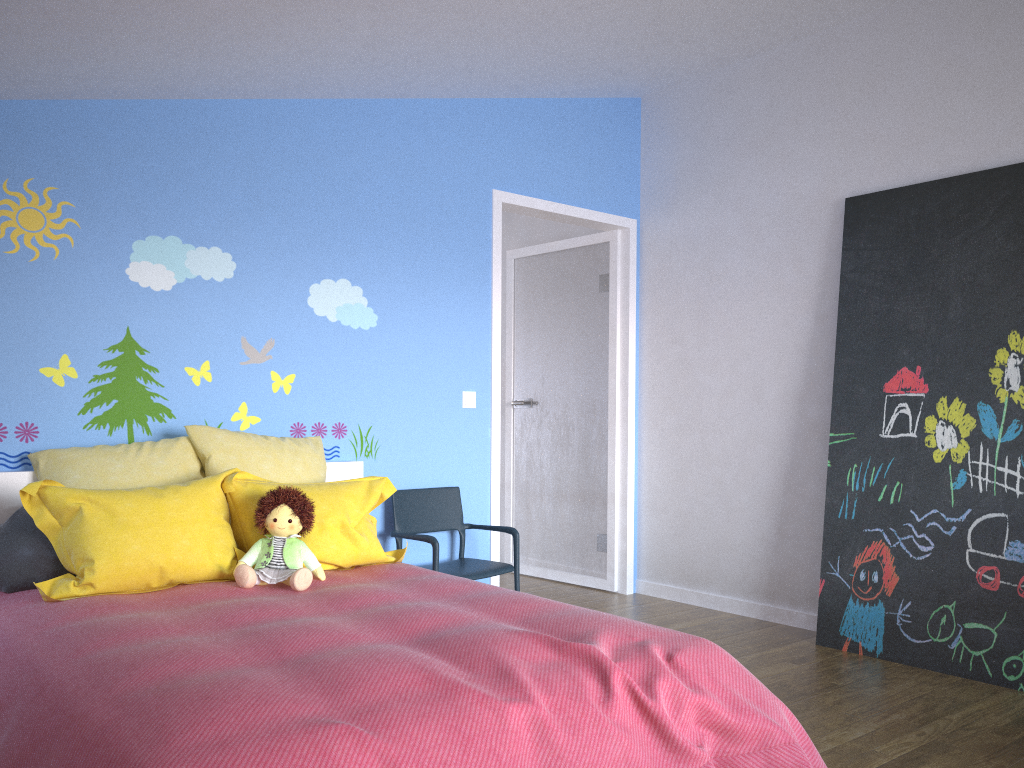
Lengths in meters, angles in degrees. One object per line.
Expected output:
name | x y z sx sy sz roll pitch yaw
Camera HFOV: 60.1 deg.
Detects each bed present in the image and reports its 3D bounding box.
bed | -0.541 0.694 2.514 1.927 0.811 2.317 2 -2 -39

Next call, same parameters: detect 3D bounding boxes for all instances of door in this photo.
door | -0.016 0.131 5.095 1.033 2.130 0.998 0 1 -39

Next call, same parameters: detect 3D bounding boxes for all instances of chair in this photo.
chair | -0.279 0.816 3.969 0.512 0.675 0.416 0 0 -43

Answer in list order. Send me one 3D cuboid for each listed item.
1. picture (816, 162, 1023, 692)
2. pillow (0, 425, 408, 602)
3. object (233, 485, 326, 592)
picture | 1.742 0.149 3.622 0.207 2.020 0.957 0 1 -39
pillow | -1.050 0.411 3.104 1.345 0.532 0.679 2 -2 -38
object | -0.746 0.498 2.839 0.286 0.342 0.251 0 0 -5
